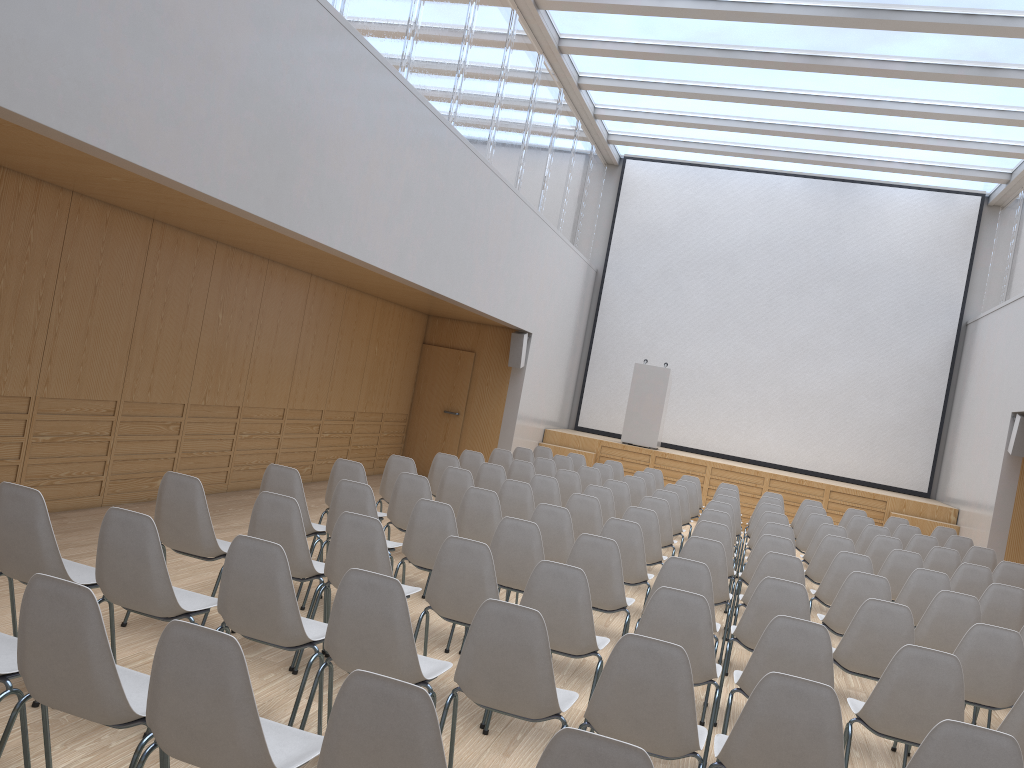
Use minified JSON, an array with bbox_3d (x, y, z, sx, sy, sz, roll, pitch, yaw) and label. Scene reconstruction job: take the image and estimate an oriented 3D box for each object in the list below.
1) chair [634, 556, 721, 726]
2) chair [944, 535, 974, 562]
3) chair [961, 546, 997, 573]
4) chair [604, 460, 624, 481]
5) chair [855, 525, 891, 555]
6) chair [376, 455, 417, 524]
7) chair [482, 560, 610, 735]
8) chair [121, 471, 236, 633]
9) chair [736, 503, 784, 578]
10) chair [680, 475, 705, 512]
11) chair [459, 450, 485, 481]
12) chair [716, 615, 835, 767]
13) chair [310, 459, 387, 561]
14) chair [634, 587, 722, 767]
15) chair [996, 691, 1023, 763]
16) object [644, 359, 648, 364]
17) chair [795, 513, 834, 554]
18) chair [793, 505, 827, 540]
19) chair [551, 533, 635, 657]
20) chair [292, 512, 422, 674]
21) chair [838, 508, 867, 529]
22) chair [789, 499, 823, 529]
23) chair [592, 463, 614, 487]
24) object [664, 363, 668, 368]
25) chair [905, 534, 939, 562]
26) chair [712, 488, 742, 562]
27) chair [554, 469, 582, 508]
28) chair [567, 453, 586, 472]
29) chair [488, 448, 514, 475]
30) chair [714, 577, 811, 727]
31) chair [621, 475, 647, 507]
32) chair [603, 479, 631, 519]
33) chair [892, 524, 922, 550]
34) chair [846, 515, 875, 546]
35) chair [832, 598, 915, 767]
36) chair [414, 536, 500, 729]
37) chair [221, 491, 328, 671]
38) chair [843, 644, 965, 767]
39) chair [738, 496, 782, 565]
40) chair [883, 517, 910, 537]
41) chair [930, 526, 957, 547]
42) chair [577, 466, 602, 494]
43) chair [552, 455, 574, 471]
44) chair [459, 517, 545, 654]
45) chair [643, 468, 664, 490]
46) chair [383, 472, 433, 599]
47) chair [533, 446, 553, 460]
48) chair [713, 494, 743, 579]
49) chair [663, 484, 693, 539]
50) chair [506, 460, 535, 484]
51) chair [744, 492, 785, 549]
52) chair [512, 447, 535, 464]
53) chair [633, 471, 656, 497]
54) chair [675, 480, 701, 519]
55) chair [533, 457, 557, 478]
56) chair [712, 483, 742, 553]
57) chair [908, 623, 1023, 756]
[{"bbox_3d":[0.958,1.406,5.108,0.479,0.876,0.506,10,0,16],"label":"chair"},{"bbox_3d":[5.051,2.157,10.212,0.479,0.876,0.506,10,0,16],"label":"chair"},{"bbox_3d":[4.802,2.111,9.286,0.479,0.876,0.506,10,0,16],"label":"chair"},{"bbox_3d":[1.379,1.491,12.305,0.479,0.876,0.506,10,0,16],"label":"chair"},{"bbox_3d":[3.840,1.936,9.562,0.479,0.876,0.506,10,0,16],"label":"chair"},{"bbox_3d":[-0.948,1.061,7.819,0.479,0.876,0.506,10,0,16],"label":"chair"},{"bbox_3d":[0.220,1.270,4.324,0.479,0.876,0.506,10,0,16],"label":"chair"},{"bbox_3d":[-1.733,0.915,4.885,0.479,0.876,0.506,10,0,16],"label":"chair"},{"bbox_3d":[2.817,1.750,9.875,0.479,0.876,0.506,10,0,16],"label":"chair"},{"bbox_3d":[2.381,1.673,12.088,0.479,0.876,0.506,10,0,16],"label":"chair"},{"bbox_3d":[-0.423,1.159,9.704,0.479,0.876,0.506,10,0,16],"label":"chair"},{"bbox_3d":[1.235,1.455,4.054,0.479,0.876,0.506,10,0,16],"label":"chair"},{"bbox_3d":[-1.216,1.011,6.836,0.479,0.876,0.506,10,0,16],"label":"chair"},{"bbox_3d":[0.754,1.367,4.213,0.479,0.876,0.506,10,0,16],"label":"chair"},{"bbox_3d":[2.230,1.636,3.818,0.479,0.876,0.506,10,0,16],"label":"chair"},{"bbox_3d":[2.259,-0.277,15.083,0.166,0.305,0.252,10,0,-12],"label":"object"},{"bbox_3d":[3.285,1.835,9.679,0.479,0.876,0.506,10,0,16],"label":"chair"},{"bbox_3d":[3.566,1.887,10.680,0.479,0.876,0.506,10,0,16],"label":"chair"},{"bbox_3d":[0.490,1.321,5.357,0.479,0.876,0.506,10,0,16],"label":"chair"},{"bbox_3d":[-0.759,1.092,4.647,0.479,0.876,0.506,10,0,16],"label":"chair"},{"bbox_3d":[4.368,2.034,11.489,0.479,0.876,0.506,10,0,16],"label":"chair"},{"bbox_3d":[3.865,1.943,11.652,0.479,0.876,0.506,10,0,16],"label":"chair"},{"bbox_3d":[1.130,1.444,11.337,0.479,0.876,0.506,10,0,16],"label":"chair"},{"bbox_3d":[2.588,-0.217,14.989,0.166,0.305,0.252,10,0,-12],"label":"object"},{"bbox_3d":[4.295,2.019,9.460,0.479,0.876,0.506,10,0,16],"label":"chair"},{"bbox_3d":[2.605,1.713,10.956,0.479,0.876,0.506,10,0,16],"label":"chair"},{"bbox_3d":[0.577,1.341,9.459,0.479,0.876,0.506,10,0,16],"label":"chair"},{"bbox_3d":[0.878,1.400,12.406,0.479,0.876,0.506,10,0,16],"label":"chair"},{"bbox_3d":[-0.119,1.216,10.717,0.479,0.876,0.506,10,0,16],"label":"chair"},{"bbox_3d":[1.457,1.496,5.008,0.479,0.876,0.506,10,0,16],"label":"chair"},{"bbox_3d":[1.374,1.487,10.249,0.479,0.876,0.506,10,0,16],"label":"chair"},{"bbox_3d":[1.063,1.430,9.278,0.479,0.876,0.506,10,0,16],"label":"chair"},{"bbox_3d":[4.557,2.068,10.414,0.479,0.876,0.506,10,0,16],"label":"chair"},{"bbox_3d":[4.059,1.977,10.496,0.479,0.876,0.506,10,0,16],"label":"chair"},{"bbox_3d":[1.977,1.591,4.920,0.479,0.876,0.506,10,0,16],"label":"chair"},{"bbox_3d":[-0.221,1.190,4.511,0.479,0.876,0.506,10,0,16],"label":"chair"},{"bbox_3d":[-1.211,1.010,4.806,0.479,0.876,0.506,10,0,16],"label":"chair"},{"bbox_3d":[1.735,1.546,3.931,0.479,0.876,0.506,10,0,16],"label":"chair"},{"bbox_3d":[3.092,1.801,10.845,0.479,0.876,0.506,10,0,16],"label":"chair"},{"bbox_3d":[4.854,2.123,11.379,0.479,0.876,0.506,10,0,16],"label":"chair"},{"bbox_3d":[5.361,2.215,11.204,0.479,0.876,0.506,10,0,16],"label":"chair"},{"bbox_3d":[0.886,1.399,10.439,0.479,0.876,0.506,10,0,16],"label":"chair"},{"bbox_3d":[0.641,1.355,11.519,0.479,0.876,0.506,10,0,16],"label":"chair"},{"bbox_3d":[0.040,1.239,5.457,0.479,0.876,0.506,10,0,16],"label":"chair"},{"bbox_3d":[1.901,1.586,12.197,0.479,0.876,0.506,10,0,16],"label":"chair"},{"bbox_3d":[-0.725,1.101,6.716,0.479,0.876,0.506,10,0,16],"label":"chair"},{"bbox_3d":[0.433,1.319,12.618,0.479,0.876,0.506,10,0,16],"label":"chair"},{"bbox_3d":[2.338,1.663,9.908,0.479,0.876,0.506,10,0,16],"label":"chair"},{"bbox_3d":[1.828,1.570,10.139,0.479,0.876,0.506,10,0,16],"label":"chair"},{"bbox_3d":[0.109,1.256,9.613,0.479,0.876,0.506,10,0,16],"label":"chair"},{"bbox_3d":[3.380,1.855,11.730,0.479,0.876,0.506,10,0,16],"label":"chair"},{"bbox_3d":[0.148,1.266,11.690,0.479,0.876,0.506,10,0,16],"label":"chair"},{"bbox_3d":[1.640,1.537,11.252,0.479,0.876,0.506,10,0,16],"label":"chair"},{"bbox_3d":[2.121,1.624,11.053,0.479,0.876,0.506,10,0,16],"label":"chair"},{"bbox_3d":[0.377,1.306,10.514,0.479,0.876,0.506,10,0,16],"label":"chair"},{"bbox_3d":[2.847,1.758,11.905,0.479,0.876,0.506,10,0,16],"label":"chair"},{"bbox_3d":[2.465,1.680,4.761,0.479,0.876,0.506,10,0,16],"label":"chair"}]
